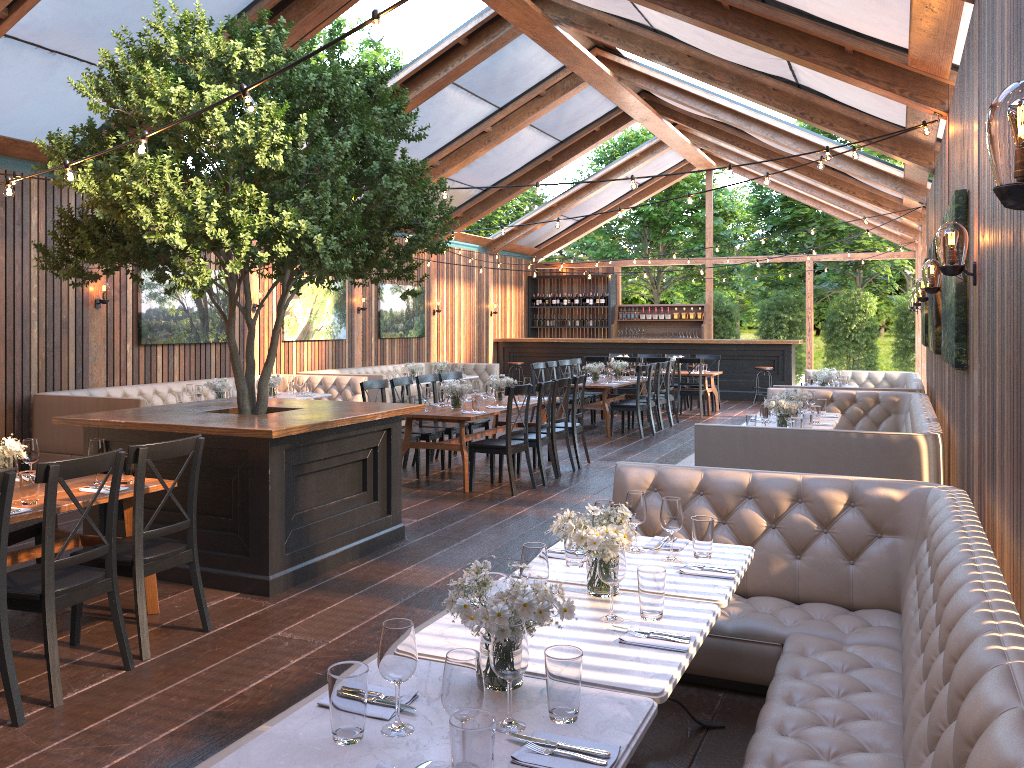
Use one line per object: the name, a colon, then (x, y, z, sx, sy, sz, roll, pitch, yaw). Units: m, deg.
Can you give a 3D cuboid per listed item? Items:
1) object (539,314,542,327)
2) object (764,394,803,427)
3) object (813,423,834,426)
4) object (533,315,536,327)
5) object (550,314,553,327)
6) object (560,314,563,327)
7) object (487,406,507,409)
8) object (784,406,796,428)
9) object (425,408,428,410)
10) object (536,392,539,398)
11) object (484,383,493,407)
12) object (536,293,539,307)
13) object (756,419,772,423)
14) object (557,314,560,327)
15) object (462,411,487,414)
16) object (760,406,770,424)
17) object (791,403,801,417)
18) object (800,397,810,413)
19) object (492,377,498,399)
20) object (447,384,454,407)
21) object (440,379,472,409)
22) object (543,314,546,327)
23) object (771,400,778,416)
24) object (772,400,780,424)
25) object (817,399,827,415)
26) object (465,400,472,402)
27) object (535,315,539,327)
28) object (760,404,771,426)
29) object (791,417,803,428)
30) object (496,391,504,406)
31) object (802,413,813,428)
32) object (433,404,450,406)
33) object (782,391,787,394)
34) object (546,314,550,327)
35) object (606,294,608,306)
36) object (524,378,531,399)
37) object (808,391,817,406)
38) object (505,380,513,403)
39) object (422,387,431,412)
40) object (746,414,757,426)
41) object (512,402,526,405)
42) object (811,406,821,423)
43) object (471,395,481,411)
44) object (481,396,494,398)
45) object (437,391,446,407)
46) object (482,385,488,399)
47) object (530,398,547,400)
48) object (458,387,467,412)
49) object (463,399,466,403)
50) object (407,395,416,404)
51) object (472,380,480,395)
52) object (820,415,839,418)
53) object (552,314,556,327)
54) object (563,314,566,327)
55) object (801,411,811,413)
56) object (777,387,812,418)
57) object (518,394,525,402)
object: (0.726, -1.613, 22.486, 0.094, 0.308, 0.094, 0, 0, -11)
object: (2.404, 0.245, 7.840, 0.336, 0.309, 0.329, 2, 3, 36)
object: (2.835, 0.368, 8.163, 0.255, 0.019, 0.158, 2, 4, 24)
object: (0.576, -1.622, 22.610, 0.094, 0.308, 0.094, 0, 0, 10)
object: (1.005, -1.609, 22.420, 0.094, 0.308, 0.094, 0, 0, -12)
object: (1.256, -1.599, 22.275, 0.094, 0.308, 0.094, 0, 0, -40)
object: (-0.164, 0.238, 9.235, 0.255, 0.019, 0.158, 2, 4, 24)
object: (2.325, 0.307, 7.396, 0.092, 0.244, 0.092, 0, 1, -18)
object: (-0.961, 0.254, 8.990, 0.255, 0.019, 0.158, 2, 4, 24)
object: (0.326, 0.089, 10.415, 0.092, 0.158, 0.092, -1, 1, -30)
object: (-0.247, 0.116, 9.377, 0.092, 0.244, 0.092, 0, 1, 21)
object: (0.661, -2.137, 22.522, 0.087, 0.334, 0.087, 0, 0, 4)
object: (2.389, 0.349, 8.439, 0.255, 0.019, 0.158, 2, 4, 24)
object: (1.173, -1.602, 22.326, 0.094, 0.308, 0.094, 0, 0, 20)
object: (-0.388, 0.276, 8.674, 0.255, 0.019, 0.158, 2, 4, 24)
object: (2.367, 0.291, 8.268, 0.092, 0.158, 0.092, 0, 1, 10)
object: (2.436, 0.292, 7.612, 0.092, 0.244, 0.092, 0, 1, -18)
object: (2.745, 0.246, 8.301, 0.092, 0.244, 0.092, 0, 1, -18)
object: (-0.207, 0.047, 10.400, 0.092, 0.244, 0.092, 0, 1, -41)
object: (-0.648, 0.116, 9.392, 0.092, 0.244, 0.092, 0, 1, 21)
object: (-0.571, 0.101, 9.119, 0.336, 0.309, 0.329, 1, 2, 19)
object: (0.832, -1.613, 22.481, 0.094, 0.308, 0.094, 0, 0, -39)
object: (2.671, 0.244, 8.961, 0.092, 0.158, 0.092, 0, 1, 10)
object: (2.482, 0.246, 8.294, 0.092, 0.244, 0.092, 0, 1, -18)
object: (3.179, 0.237, 9.069, 0.092, 0.158, 0.092, 0, 1, 10)
object: (-0.517, 0.185, 10.018, 0.255, 0.019, 0.158, 2, 4, 24)
object: (0.640, -1.615, 22.514, 0.094, 0.308, 0.094, 0, 0, 28)
object: (2.161, 0.297, 7.547, 0.092, 0.244, 0.092, 0, 1, -18)
object: (2.345, 0.358, 7.279, 0.092, 0.158, 0.092, 0, 1, 10)
object: (-0.126, 0.157, 9.407, 0.092, 0.158, 0.092, 1, 1, 30)
object: (2.548, 0.334, 7.625, 0.092, 0.158, 0.092, 0, 1, 10)
object: (-0.738, 0.222, 9.528, 0.255, 0.019, 0.158, 2, 4, 24)
object: (2.777, 0.200, 8.986, 0.092, 0.244, 0.092, 0, 1, -18)
object: (0.918, -1.610, 22.441, 0.094, 0.308, 0.094, 0, 0, 21)
object: (2.337, -2.070, 21.753, 0.075, 0.303, 0.075, 0, 0, 40)
object: (0.182, 0.048, 10.382, 0.092, 0.244, 0.092, 0, 1, 27)
object: (3.061, 0.197, 9.031, 0.092, 0.244, 0.092, 0, 1, 27)
object: (-0.033, 0.085, 9.830, 0.092, 0.244, 0.092, 0, 1, 27)
object: (-0.856, 0.153, 8.827, 0.092, 0.244, 0.092, 0, 0, 4)
object: (2.040, 0.340, 7.543, 0.092, 0.158, 0.092, 0, 1, 10)
object: (0.052, 0.207, 9.700, 0.255, 0.019, 0.158, 2, 4, 24)
object: (2.861, 0.287, 8.332, 0.092, 0.158, 0.092, 0, 1, 10)
object: (-0.361, 0.193, 8.867, 0.092, 0.158, 0.092, 1, 1, 40)
object: (-0.281, 0.149, 10.555, 0.255, 0.019, 0.158, 2, 4, 24)
object: (-0.743, 0.156, 9.352, 0.092, 0.158, 0.092, -1, 1, -40)
object: (-0.302, 0.091, 10.374, 0.092, 0.158, 0.092, -1, 1, -30)
object: (0.286, 0.171, 10.232, 0.255, 0.019, 0.158, 2, 4, 24)
object: (-0.492, 0.152, 8.836, 0.092, 0.244, 0.092, 0, 1, -18)
object: (-0.554, 0.126, 9.854, 0.092, 0.158, 0.092, 0, 1, -10)
object: (-1.005, 0.196, 8.825, 0.092, 0.158, 0.092, -1, 1, -40)
object: (-0.407, 0.082, 9.865, 0.092, 0.244, 0.092, 0, 1, -24)
object: (3.144, 0.319, 8.886, 0.255, 0.019, 0.158, 2, 4, 24)
object: (1.066, -1.602, 22.328, 0.094, 0.308, 0.094, 0, 0, 45)
object: (1.320, -1.594, 22.204, 0.094, 0.308, 0.094, 0, 0, 25)
object: (3.057, 0.294, 9.264, 0.157, 0.019, 0.255, 2, 4, 24)
object: (2.787, 0.185, 8.719, 0.336, 0.309, 0.329, 2, 3, 40)
object: (0.105, 0.125, 9.874, 0.092, 0.158, 0.092, -1, 1, -40)
